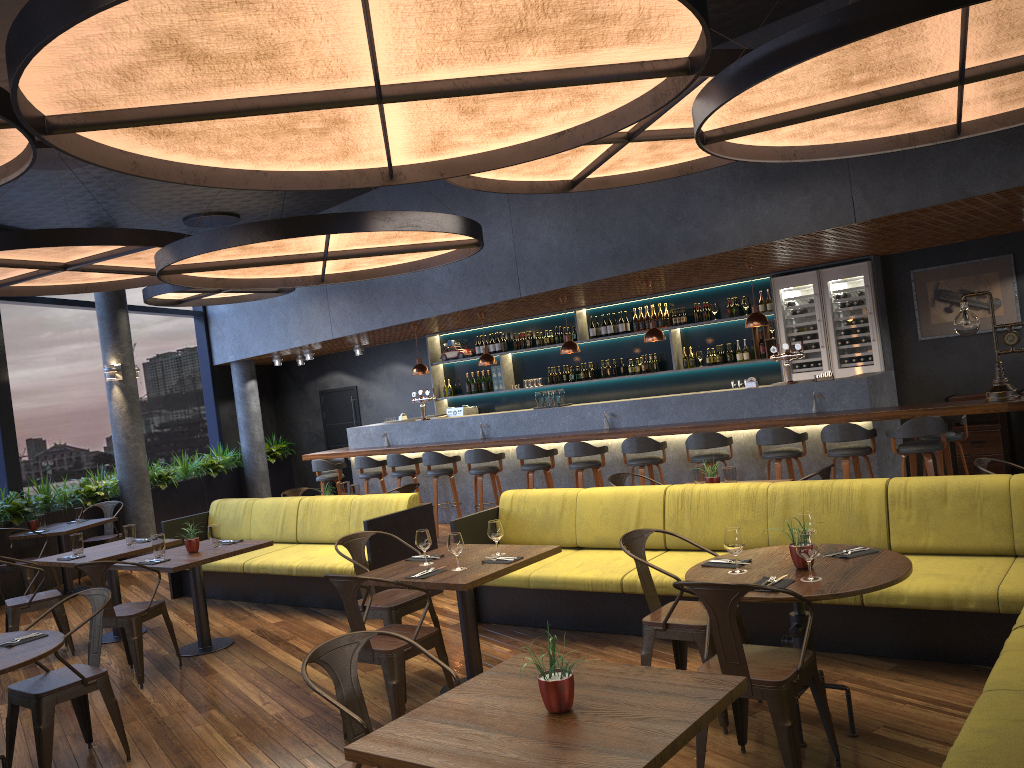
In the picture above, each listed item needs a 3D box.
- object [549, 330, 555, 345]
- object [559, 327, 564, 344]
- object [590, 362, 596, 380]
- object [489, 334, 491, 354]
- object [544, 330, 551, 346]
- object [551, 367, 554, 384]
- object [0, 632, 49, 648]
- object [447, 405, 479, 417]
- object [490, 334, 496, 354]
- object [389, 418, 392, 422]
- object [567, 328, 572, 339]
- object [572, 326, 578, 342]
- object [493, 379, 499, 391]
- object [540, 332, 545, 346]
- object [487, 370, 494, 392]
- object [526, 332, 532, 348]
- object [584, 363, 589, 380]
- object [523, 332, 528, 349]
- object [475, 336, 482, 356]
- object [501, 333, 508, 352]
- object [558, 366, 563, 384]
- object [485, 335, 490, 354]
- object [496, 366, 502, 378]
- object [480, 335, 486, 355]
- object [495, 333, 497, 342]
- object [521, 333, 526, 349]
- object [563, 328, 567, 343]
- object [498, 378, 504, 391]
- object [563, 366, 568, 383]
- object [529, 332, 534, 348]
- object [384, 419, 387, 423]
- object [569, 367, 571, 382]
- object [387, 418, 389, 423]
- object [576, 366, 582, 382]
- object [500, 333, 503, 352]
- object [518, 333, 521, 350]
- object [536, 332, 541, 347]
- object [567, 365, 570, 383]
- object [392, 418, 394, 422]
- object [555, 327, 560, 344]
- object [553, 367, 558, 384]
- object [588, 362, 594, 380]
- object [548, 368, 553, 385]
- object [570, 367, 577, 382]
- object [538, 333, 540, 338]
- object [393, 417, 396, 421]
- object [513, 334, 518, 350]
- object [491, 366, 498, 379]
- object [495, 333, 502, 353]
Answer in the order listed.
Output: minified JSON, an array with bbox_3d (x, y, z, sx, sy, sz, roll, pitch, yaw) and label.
[{"bbox_3d":[0.588,-0.686,13.164,0.088,0.224,0.088,-7,0,32],"label":"object"},{"bbox_3d":[0.724,-0.718,13.041,0.063,0.254,0.063,-7,0,-25],"label":"object"},{"bbox_3d":[1.158,-0.189,12.780,0.063,0.254,0.063,-7,0,10],"label":"object"},{"bbox_3d":[-0.322,-0.619,13.817,0.085,0.310,0.086,-7,0,-25],"label":"object"},{"bbox_3d":[0.517,-0.677,13.085,0.088,0.224,0.088,-7,0,32],"label":"object"},{"bbox_3d":[0.609,-0.121,13.200,0.063,0.254,0.063,-7,0,30],"label":"object"},{"bbox_3d":[-2.567,1.332,4.609,0.157,0.019,0.255,-7,0,36],"label":"object"},{"bbox_3d":[-0.822,0.627,14.081,0.355,0.569,0.550,-7,0,37],"label":"object"},{"bbox_3d":[-0.296,-0.621,13.686,0.085,0.310,0.086,-7,0,-34],"label":"object"},{"bbox_3d":[-1.819,0.541,13.286,0.042,0.059,0.042,-7,0,35],"label":"object"},{"bbox_3d":[0.835,-0.714,12.922,0.068,0.217,0.068,-7,0,42],"label":"object"},{"bbox_3d":[0.905,-0.725,12.786,0.088,0.224,0.088,-7,0,-38],"label":"object"},{"bbox_3d":[-0.227,0.013,13.733,0.098,0.192,0.080,-7,0,37],"label":"object"},{"bbox_3d":[0.450,-0.666,13.218,0.068,0.217,0.068,-7,0,-33],"label":"object"},{"bbox_3d":[-0.352,-0.047,13.940,0.094,0.340,0.094,-7,0,-30],"label":"object"},{"bbox_3d":[0.247,-0.659,13.273,0.063,0.254,0.063,-7,0,-35],"label":"object"},{"bbox_3d":[1.077,-0.179,12.850,0.063,0.254,0.063,-7,0,-20],"label":"object"},{"bbox_3d":[0.200,-0.654,13.436,0.063,0.254,0.063,-7,0,10],"label":"object"},{"bbox_3d":[-0.529,-0.593,13.863,0.085,0.310,0.086,-7,0,-19],"label":"object"},{"bbox_3d":[-0.118,-0.625,13.555,0.083,0.301,0.083,-7,0,45],"label":"object"},{"bbox_3d":[0.707,-0.133,13.125,0.063,0.254,0.063,-7,0,-5],"label":"object"},{"bbox_3d":[-0.398,-0.609,13.877,0.085,0.310,0.086,-7,0,-42],"label":"object"},{"bbox_3d":[-0.172,-0.188,13.671,0.098,0.192,0.080,-7,0,37],"label":"object"},{"bbox_3d":[-0.458,-0.601,13.805,0.085,0.310,0.086,-7,0,-25],"label":"object"},{"bbox_3d":[-0.232,-0.630,13.756,0.085,0.310,0.086,-7,0,-25],"label":"object"},{"bbox_3d":[0.160,-0.648,13.363,0.063,0.254,0.063,-7,0,10],"label":"object"},{"bbox_3d":[0.773,-0.706,12.852,0.068,0.217,0.068,-7,0,22],"label":"object"},{"bbox_3d":[-0.148,0.003,13.672,0.098,0.192,0.080,-7,0,37],"label":"object"},{"bbox_3d":[0.781,-0.142,13.017,0.063,0.254,0.063,-7,0,-25],"label":"object"},{"bbox_3d":[0.285,-0.664,13.382,0.063,0.254,0.063,-7,0,-15],"label":"object"},{"bbox_3d":[-1.883,0.549,13.219,0.042,0.059,0.042,-7,0,35],"label":"object"},{"bbox_3d":[0.882,-0.140,13.008,0.088,0.224,0.088,-7,0,2],"label":"object"},{"bbox_3d":[-1.854,0.546,13.256,0.042,0.059,0.042,-7,0,35],"label":"object"},{"bbox_3d":[0.974,-0.151,12.966,0.088,0.224,0.088,-7,0,12],"label":"object"},{"bbox_3d":[-0.158,-0.639,13.697,0.085,0.310,0.086,-7,0,-12],"label":"object"},{"bbox_3d":[0.126,-0.644,13.489,0.063,0.254,0.063,-7,0,15],"label":"object"},{"bbox_3d":[0.388,-0.658,13.149,0.068,0.217,0.068,-7,0,27],"label":"object"},{"bbox_3d":[0.832,-0.149,13.090,0.063,0.254,0.063,-7,0,10],"label":"object"},{"bbox_3d":[-1.802,0.539,13.334,0.042,0.059,0.042,-7,0,35],"label":"object"},{"bbox_3d":[0.661,-0.710,12.978,0.063,0.254,0.063,-7,0,-5],"label":"object"},{"bbox_3d":[0.638,-0.124,13.054,0.063,0.254,0.063,-7,0,25],"label":"object"},{"bbox_3d":[1.127,-0.185,12.702,0.063,0.254,0.063,-7,0,-10],"label":"object"},{"bbox_3d":[0.559,-0.114,13.115,0.063,0.254,0.063,-7,0,10],"label":"object"},{"bbox_3d":[0.883,-0.139,12.894,0.088,0.224,0.088,-7,0,-38],"label":"object"},{"bbox_3d":[0.402,-0.660,13.289,0.068,0.217,0.068,-7,0,42],"label":"object"},{"bbox_3d":[-1.771,0.535,13.374,0.042,0.059,0.042,-7,0,35],"label":"object"},{"bbox_3d":[0.052,-0.635,13.410,0.063,0.254,0.063,-7,0,20],"label":"object"},{"bbox_3d":[-0.250,-0.178,13.734,0.098,0.192,0.080,-7,0,37],"label":"object"},{"bbox_3d":[-0.215,-0.631,13.621,0.085,0.310,0.086,-7,0,-19],"label":"object"}]
